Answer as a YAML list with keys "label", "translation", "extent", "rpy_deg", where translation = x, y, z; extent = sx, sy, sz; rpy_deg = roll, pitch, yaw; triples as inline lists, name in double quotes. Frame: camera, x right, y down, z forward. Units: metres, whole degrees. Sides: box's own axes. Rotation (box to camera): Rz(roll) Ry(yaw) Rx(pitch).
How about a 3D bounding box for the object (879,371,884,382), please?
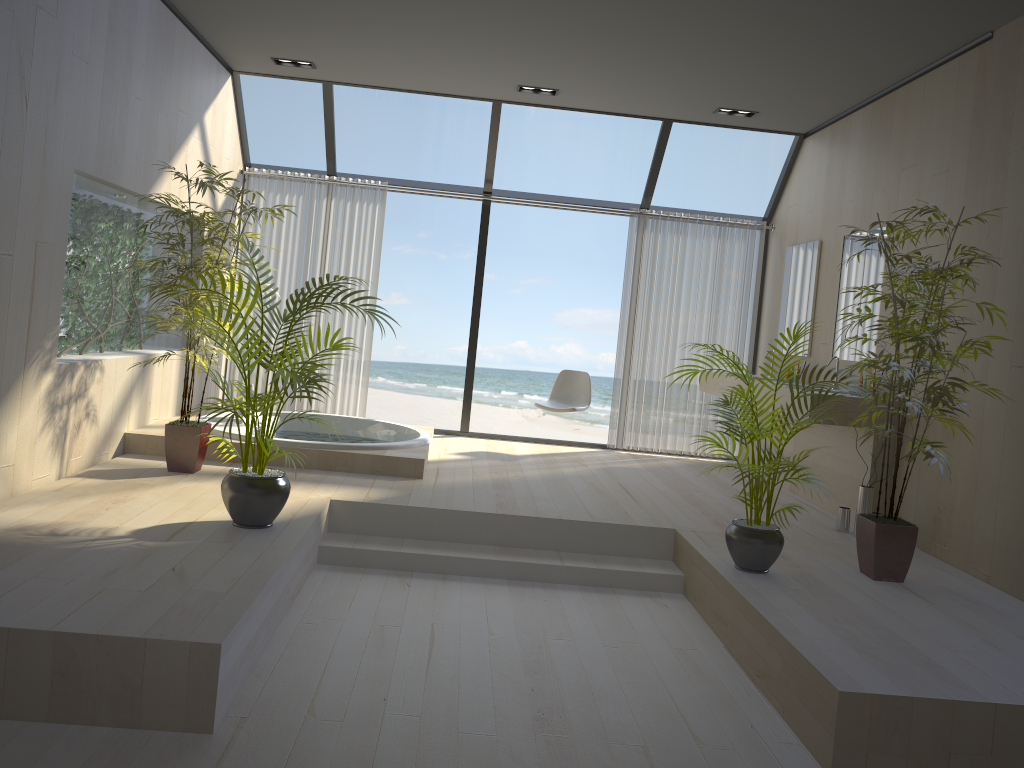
- label: "object"
  translation: [2.196, -0.002, 5.311]
  extent: [0.054, 0.175, 0.012]
  rpy_deg: [6, 0, 22]

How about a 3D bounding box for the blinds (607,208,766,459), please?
- label: "blinds"
  translation: [1.502, -0.429, 7.641]
  extent: [1.182, 2.069, 0.084]
  rpy_deg: [5, 0, -3]

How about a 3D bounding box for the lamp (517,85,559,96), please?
- label: "lamp"
  translation: [0.195, -2.230, 6.576]
  extent: [0.301, 0.112, 0.164]
  rpy_deg: [5, 3, -3]

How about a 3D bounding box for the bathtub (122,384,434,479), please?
- label: "bathtub"
  translation: [-1.493, 0.390, 6.228]
  extent: [1.820, 0.698, 1.650]
  rpy_deg: [5, 3, -3]

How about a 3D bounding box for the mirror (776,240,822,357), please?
- label: "mirror"
  translation: [2.230, -0.658, 6.902]
  extent: [0.023, 0.868, 0.654]
  rpy_deg: [6, 2, -3]

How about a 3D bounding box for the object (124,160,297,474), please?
- label: "object"
  translation: [-1.833, -0.383, 5.017]
  extent: [0.788, 1.755, 0.934]
  rpy_deg: [6, 1, 22]

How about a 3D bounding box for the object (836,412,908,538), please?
- label: "object"
  translation: [2.099, 0.508, 5.045]
  extent: [0.406, 0.748, 0.274]
  rpy_deg: [5, 1, -15]

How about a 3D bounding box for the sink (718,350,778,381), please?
- label: "sink"
  translation: [1.877, -0.072, 6.940]
  extent: [0.504, 0.419, 0.575]
  rpy_deg: [6, 3, 0]

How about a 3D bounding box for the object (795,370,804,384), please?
- label: "object"
  translation: [2.114, -0.049, 6.522]
  extent: [0.058, 0.100, 0.058]
  rpy_deg: [6, 1, 3]

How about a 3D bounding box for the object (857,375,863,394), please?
- label: "object"
  translation: [2.128, 0.009, 5.404]
  extent: [0.039, 0.135, 0.039]
  rpy_deg: [6, 1, 38]

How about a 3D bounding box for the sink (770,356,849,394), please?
- label: "sink"
  translation: [1.941, 0.014, 5.736]
  extent: [0.504, 0.419, 0.575]
  rpy_deg: [6, 3, 0]

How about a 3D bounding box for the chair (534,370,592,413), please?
- label: "chair"
  translation: [0.436, 0.063, 7.239]
  extent: [0.370, 0.347, 0.454]
  rpy_deg: [7, 3, 25]

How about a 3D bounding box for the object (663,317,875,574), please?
- label: "object"
  translation: [1.092, 0.256, 4.010]
  extent: [0.918, 1.156, 0.749]
  rpy_deg: [7, 2, 30]

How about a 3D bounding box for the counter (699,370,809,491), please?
- label: "counter"
  translation: [1.882, 0.342, 6.979]
  extent: [0.550, 0.790, 1.208]
  rpy_deg: [5, 3, -3]

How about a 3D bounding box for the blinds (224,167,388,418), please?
- label: "blinds"
  translation: [-1.733, -0.732, 7.465]
  extent: [1.182, 2.069, 0.084]
  rpy_deg: [5, 0, -3]

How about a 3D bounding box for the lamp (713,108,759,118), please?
- label: "lamp"
  translation: [1.687, -2.091, 6.657]
  extent: [0.301, 0.112, 0.164]
  rpy_deg: [5, 3, -3]

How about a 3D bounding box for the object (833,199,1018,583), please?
- label: "object"
  translation: [1.861, 0.038, 4.090]
  extent: [0.788, 1.755, 0.934]
  rpy_deg: [6, 1, 22]

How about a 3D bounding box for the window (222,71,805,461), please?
- label: "window"
  translation: [-0.063, -0.907, 7.359]
  extent: [4.558, 2.812, 0.746]
  rpy_deg: [5, 1, -3]

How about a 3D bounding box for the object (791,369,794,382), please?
- label: "object"
  translation: [2.124, -0.078, 6.704]
  extent: [0.038, 0.135, 0.039]
  rpy_deg: [5, 1, -45]

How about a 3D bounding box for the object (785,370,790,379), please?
- label: "object"
  translation: [2.063, -0.077, 6.608]
  extent: [0.038, 0.135, 0.039]
  rpy_deg: [5, 1, -45]

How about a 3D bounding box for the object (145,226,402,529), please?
- label: "object"
  translation: [-1.046, -0.038, 3.980]
  extent: [1.063, 1.344, 0.875]
  rpy_deg: [5, 1, -15]

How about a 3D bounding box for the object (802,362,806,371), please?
- label: "object"
  translation: [2.132, -0.088, 6.515]
  extent: [0.054, 0.175, 0.012]
  rpy_deg: [6, 0, 22]

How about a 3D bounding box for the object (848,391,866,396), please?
- label: "object"
  translation: [2.083, 0.058, 5.334]
  extent: [0.105, 0.029, 0.032]
  rpy_deg: [8, 3, 37]

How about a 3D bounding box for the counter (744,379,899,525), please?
- label: "counter"
  translation: [1.947, 0.428, 5.775]
  extent: [0.550, 0.790, 1.208]
  rpy_deg: [5, 3, -3]

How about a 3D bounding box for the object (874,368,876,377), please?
- label: "object"
  translation: [2.164, -0.006, 5.293]
  extent: [0.012, 0.178, 0.050]
  rpy_deg: [6, 1, 36]

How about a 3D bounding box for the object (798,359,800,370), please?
- label: "object"
  translation: [2.100, -0.092, 6.498]
  extent: [0.012, 0.178, 0.050]
  rpy_deg: [6, 1, 36]

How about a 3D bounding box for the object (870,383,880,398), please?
- label: "object"
  translation: [2.178, 0.037, 5.318]
  extent: [0.058, 0.100, 0.058]
  rpy_deg: [6, 1, 7]

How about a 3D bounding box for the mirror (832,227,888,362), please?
- label: "mirror"
  translation: [2.312, -0.582, 5.869]
  extent: [0.023, 0.868, 0.654]
  rpy_deg: [6, 2, -3]

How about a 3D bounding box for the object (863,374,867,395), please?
- label: "object"
  translation: [2.189, 0.008, 5.500]
  extent: [0.039, 0.135, 0.039]
  rpy_deg: [6, 1, 38]

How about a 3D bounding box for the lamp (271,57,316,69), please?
- label: "lamp"
  translation: [-1.592, -2.398, 6.478]
  extent: [0.301, 0.112, 0.164]
  rpy_deg: [5, 3, -3]

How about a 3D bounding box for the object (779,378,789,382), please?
- label: "object"
  translation: [2.018, -0.028, 6.539]
  extent: [0.105, 0.029, 0.032]
  rpy_deg: [8, 3, 37]
